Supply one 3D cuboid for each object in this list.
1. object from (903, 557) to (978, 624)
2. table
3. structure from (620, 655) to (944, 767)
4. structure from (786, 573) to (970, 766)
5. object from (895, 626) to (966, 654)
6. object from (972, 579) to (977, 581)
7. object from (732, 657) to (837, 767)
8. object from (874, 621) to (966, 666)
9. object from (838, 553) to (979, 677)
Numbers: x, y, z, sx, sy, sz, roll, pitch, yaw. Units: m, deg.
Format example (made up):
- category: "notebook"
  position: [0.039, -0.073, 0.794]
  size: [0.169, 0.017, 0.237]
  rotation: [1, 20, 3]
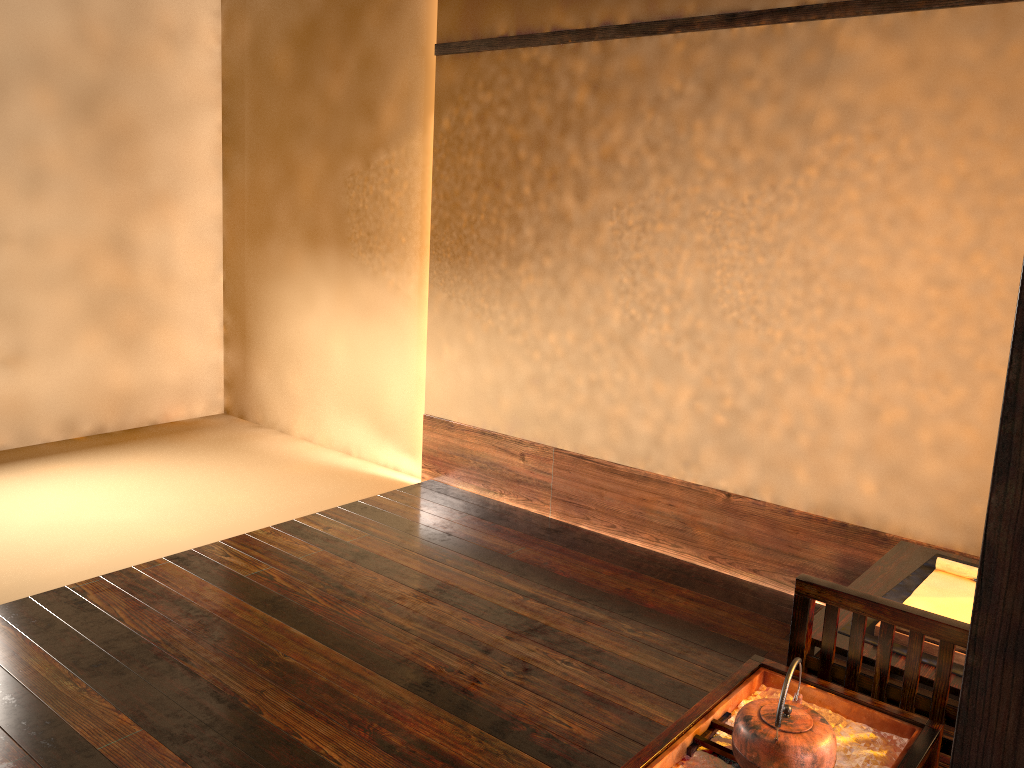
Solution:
- category: "object"
  position: [1.240, 0.577, 2.394]
  size: [0.276, 0.037, 0.431]
  rotation: [12, 14, 38]
- category: "table"
  position: [1.202, 0.773, 2.371]
  size: [0.602, 0.335, 0.882]
  rotation: [12, 14, 38]
- category: "structure"
  position: [0.542, 0.875, 1.795]
  size: [0.454, 0.298, 0.668]
  rotation: [11, 14, 38]
- category: "structure"
  position: [0.541, 0.824, 1.547]
  size: [0.599, 0.497, 1.200]
  rotation: [11, 14, 38]
- category: "object"
  position: [1.022, 0.615, 2.171]
  size: [0.201, 0.019, 0.082]
  rotation: [12, 15, 39]
- category: "object"
  position: [1.368, 0.576, 2.499]
  size: [0.012, 0.010, 0.141]
  rotation: [-5, 14, -35]
- category: "object"
  position: [0.537, 0.645, 1.734]
  size: [0.198, 0.215, 0.199]
  rotation: [1, 11, -12]
- category: "object"
  position: [1.045, 0.624, 2.136]
  size: [0.296, 0.028, 0.121]
  rotation: [12, 15, 39]
- category: "object"
  position: [1.216, 0.606, 2.349]
  size: [0.406, 0.003, 0.762]
  rotation: [13, 15, 41]
